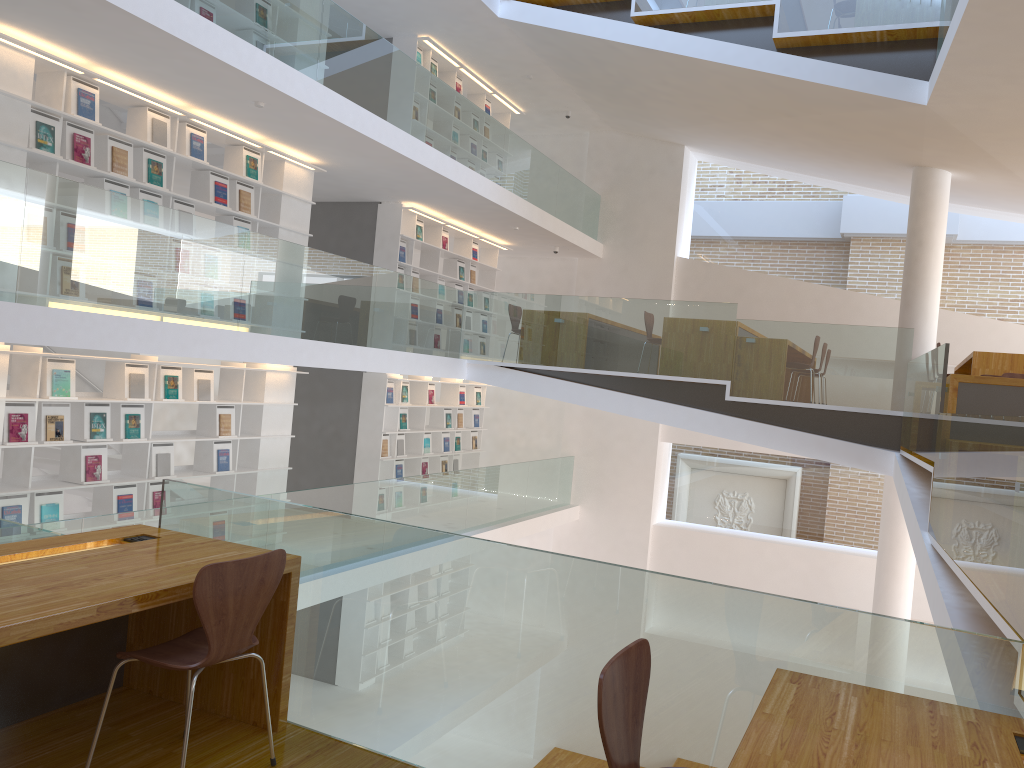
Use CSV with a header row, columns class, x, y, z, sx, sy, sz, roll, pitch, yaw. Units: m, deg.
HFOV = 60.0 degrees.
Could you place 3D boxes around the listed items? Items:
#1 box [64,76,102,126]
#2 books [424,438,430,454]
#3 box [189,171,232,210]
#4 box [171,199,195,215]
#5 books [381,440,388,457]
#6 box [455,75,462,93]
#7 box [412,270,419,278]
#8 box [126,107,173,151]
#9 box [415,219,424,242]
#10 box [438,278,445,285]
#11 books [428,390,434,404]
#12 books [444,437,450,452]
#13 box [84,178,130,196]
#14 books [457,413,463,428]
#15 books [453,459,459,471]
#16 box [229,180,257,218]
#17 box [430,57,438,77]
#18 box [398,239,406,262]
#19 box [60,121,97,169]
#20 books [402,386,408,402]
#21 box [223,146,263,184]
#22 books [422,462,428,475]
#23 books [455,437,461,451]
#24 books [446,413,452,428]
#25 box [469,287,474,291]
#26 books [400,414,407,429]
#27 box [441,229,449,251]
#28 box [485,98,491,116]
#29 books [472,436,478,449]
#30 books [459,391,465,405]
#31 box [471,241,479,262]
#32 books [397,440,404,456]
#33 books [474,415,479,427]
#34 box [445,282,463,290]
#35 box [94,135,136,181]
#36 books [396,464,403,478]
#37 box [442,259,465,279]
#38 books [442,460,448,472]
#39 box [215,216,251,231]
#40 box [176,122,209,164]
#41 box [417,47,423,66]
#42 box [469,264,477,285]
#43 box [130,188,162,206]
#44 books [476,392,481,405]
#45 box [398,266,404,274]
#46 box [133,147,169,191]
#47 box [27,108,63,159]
class,x,y,z,sx,sy,sz,roll,pitch,yaw
box,-3.240,-2.099,6.599,0.274,0.296,0.245,5,0,24
books,-1.136,0.826,11.855,0.037,0.210,0.145,5,0,24
box,-2.685,-1.728,7.928,0.274,0.296,0.245,5,0,24
box,-2.869,-1.410,7.579,0.274,0.296,0.245,5,0,24
books,-1.566,0.788,10.877,0.037,0.210,0.145,5,0,24
box,-0.801,-3.963,11.867,0.274,0.296,0.245,5,0,24
box,-1.317,-1.290,11.262,0.274,0.296,0.245,5,0,24
box,-2.954,-2.076,7.249,0.274,0.296,0.245,5,0,24
box,-1.259,-1.944,11.258,0.274,0.296,0.245,5,0,24
box,-1.036,-1.268,11.902,0.274,0.296,0.245,5,0,24
books,-1.079,0.184,11.852,0.037,0.210,0.145,5,0,24
books,-0.909,0.851,12.365,0.037,0.210,0.145,5,0,24
box,-3.154,-1.433,6.931,0.274,0.296,0.245,5,0,24
books,-0.741,0.526,12.685,0.037,0.210,0.145,5,0,24
books,-0.803,1.185,12.674,0.037,0.210,0.145,5,0,24
box,-2.549,-1.715,8.239,0.274,0.296,0.245,5,0,24
box,-1.076,-3.983,11.247,0.274,0.296,0.245,5,0,24
box,-1.442,-1.630,10.911,0.274,0.296,0.245,5,0,24
box,-3.281,-1.772,6.606,0.274,0.296,0.245,5,0,24
books,-1.355,0.126,11.216,0.037,0.210,0.145,5,0,24
box,-2.500,-2.041,8.282,0.274,0.296,0.245,5,0,24
books,-1.166,1.153,11.857,0.037,0.210,0.145,5,0,24
books,-0.774,0.861,12.672,0.037,0.210,0.145,5,0,24
books,-0.882,0.515,12.364,0.037,0.210,0.145,5,0,24
box,-0.678,-1.240,12.716,0.274,0.296,0.245,5,0,24
books,-1.375,0.480,11.238,0.037,0.210,0.145,5,0,24
box,-0.984,-1.924,11.877,0.274,0.296,0.245,5,0,24
box,-0.433,-3.933,12.711,0.274,0.296,0.245,5,0,24
books,-0.551,0.884,13.180,0.037,0.210,0.145,5,0,24
books,-0.713,0.213,12.683,0.037,0.210,0.145,5,0,24
box,-0.615,-1.894,12.722,0.274,0.296,0.245,5,0,24
books,-1.410,0.810,11.225,0.037,0.210,0.145,5,0,24
books,-0.524,0.560,13.175,0.037,0.210,0.145,5,0,24
box,-0.820,-1.252,12.394,0.274,0.296,0.245,5,0,24
box,-3.125,-1.760,6.928,0.274,0.296,0.245,5,0,24
books,-1.429,1.129,11.249,0.037,0.210,0.145,5,0,24
box,-0.790,-1.578,12.392,0.274,0.296,0.245,5,0,24
books,-0.937,1.175,12.370,0.037,0.210,0.145,5,0,24
box,-2.577,-1.388,8.242,0.274,0.296,0.245,5,0,24
box,-2.786,-2.063,7.631,0.274,0.296,0.245,5,0,24
box,-1.236,-3.995,10.884,0.274,0.296,0.245,5,0,24
box,-0.645,-1.568,12.723,0.274,0.296,0.245,5,0,24
box,-3.017,-1.421,7.241,0.274,0.296,0.245,5,0,24
books,-0.497,0.224,13.175,0.037,0.210,0.145,5,0,24
box,-1.468,-1.302,10.919,0.274,0.296,0.245,5,0,24
box,-2.986,-1.749,7.244,0.274,0.296,0.245,5,0,24
box,-3.391,-1.782,6.322,0.274,0.296,0.245,5,0,24
